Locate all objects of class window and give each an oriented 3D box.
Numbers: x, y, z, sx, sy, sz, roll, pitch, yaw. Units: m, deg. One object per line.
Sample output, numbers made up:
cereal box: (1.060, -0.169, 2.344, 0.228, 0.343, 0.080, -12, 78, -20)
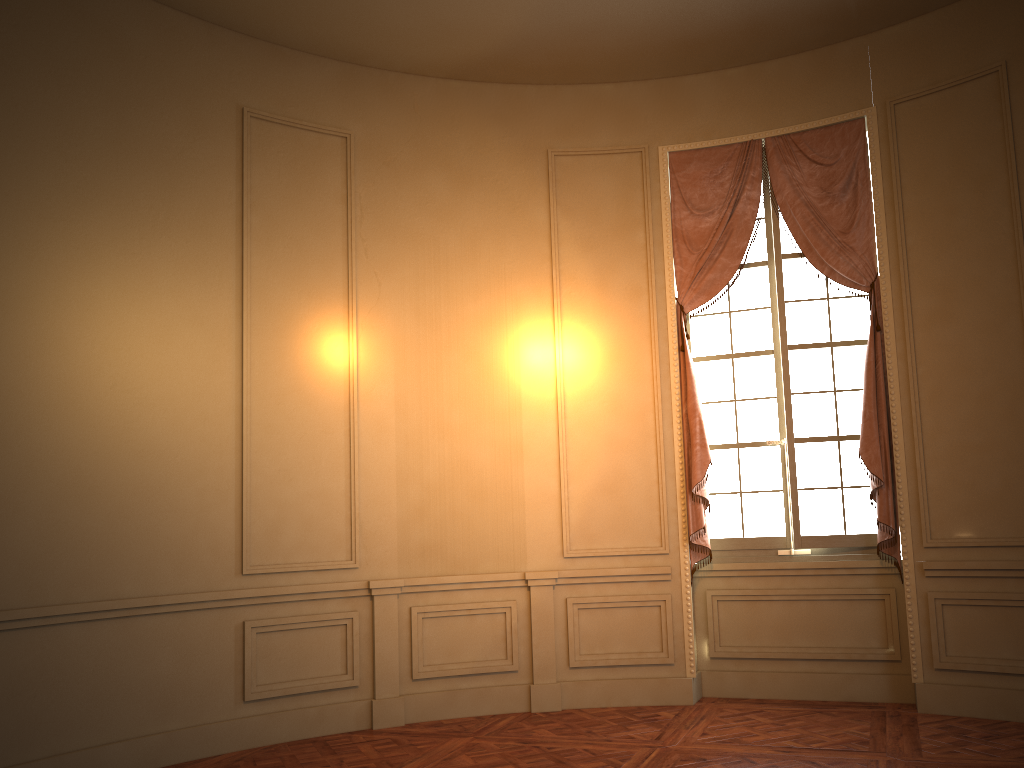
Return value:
window: (1.803, -0.238, 5.961, 1.291, 2.824, 0.156, -5, -7, 21)

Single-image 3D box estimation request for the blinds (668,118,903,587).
blinds: (1.724, -0.203, 5.738, 1.314, 2.964, 0.291, -4, -7, 20)
